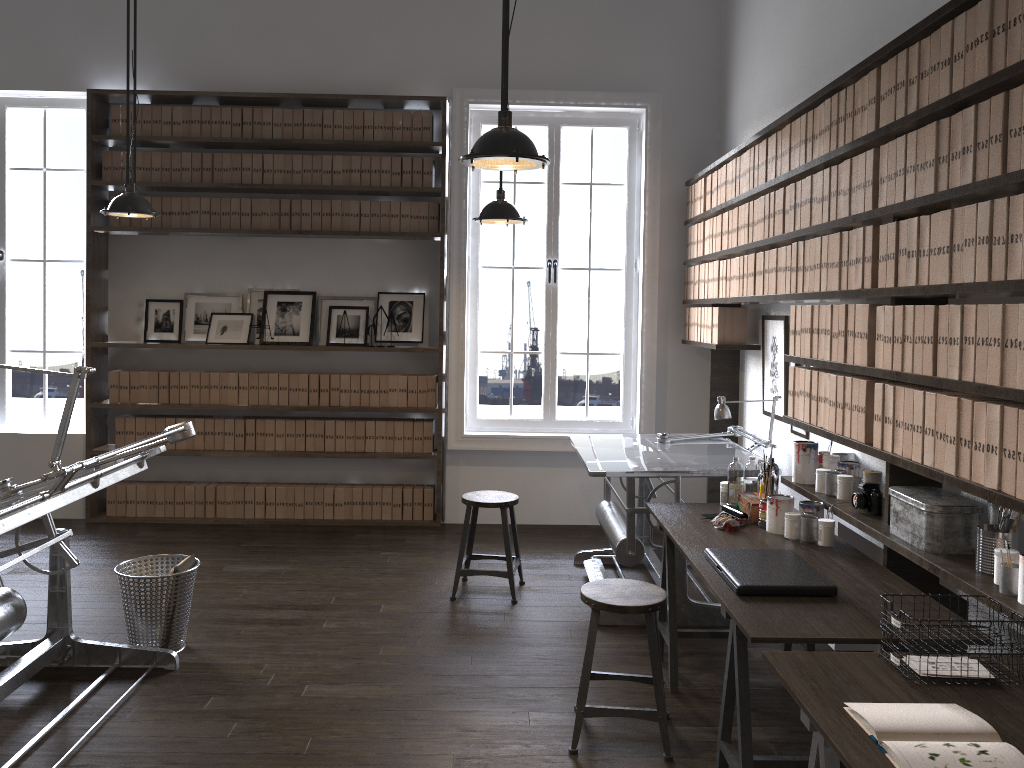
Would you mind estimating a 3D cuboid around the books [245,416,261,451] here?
[{"bbox_3d":[-1.851,0.352,6.336,0.067,0.225,0.175,1,3,-1],"label":"books"}]

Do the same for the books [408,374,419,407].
[{"bbox_3d":[-0.706,0.047,6.351,0.067,0.225,0.175,1,3,-1],"label":"books"}]

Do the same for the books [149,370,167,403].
[{"bbox_3d":[-2.526,0.019,6.319,0.067,0.225,0.175,1,3,-1],"label":"books"}]

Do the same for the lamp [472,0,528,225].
[{"bbox_3d":[-0.047,-2.030,4.925,0.312,2.249,0.311,0,2,-21],"label":"lamp"}]

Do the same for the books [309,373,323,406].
[{"bbox_3d":[-1.401,0.037,6.340,0.067,0.225,0.175,1,3,-1],"label":"books"}]

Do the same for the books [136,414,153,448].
[{"bbox_3d":[-2.618,0.340,6.323,0.067,0.225,0.175,1,3,-1],"label":"books"}]

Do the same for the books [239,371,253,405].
[{"bbox_3d":[-1.895,0.029,6.325,0.067,0.225,0.175,1,3,-1],"label":"books"}]

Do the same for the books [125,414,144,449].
[{"bbox_3d":[-2.691,0.339,6.319,0.067,0.225,0.175,1,3,-1],"label":"books"}]

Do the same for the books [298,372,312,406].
[{"bbox_3d":[-1.477,0.036,6.336,0.067,0.225,0.175,1,3,-1],"label":"books"}]

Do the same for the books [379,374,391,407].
[{"bbox_3d":[-0.905,0.044,6.347,0.067,0.225,0.175,1,3,-1],"label":"books"}]

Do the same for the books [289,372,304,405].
[{"bbox_3d":[-1.540,0.035,6.330,0.067,0.225,0.175,1,3,-1],"label":"books"}]

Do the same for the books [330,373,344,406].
[{"bbox_3d":[-1.252,0.039,6.343,0.067,0.225,0.175,1,3,-1],"label":"books"}]

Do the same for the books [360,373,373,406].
[{"bbox_3d":[-1.039,0.042,6.346,0.067,0.225,0.175,1,3,-1],"label":"books"}]

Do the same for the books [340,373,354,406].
[{"bbox_3d":[-1.181,0.040,6.339,0.067,0.225,0.175,1,3,-1],"label":"books"}]

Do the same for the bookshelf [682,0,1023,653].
[{"bbox_3d":[1.446,0.530,1.616,0.373,3.199,9.202,1,4,-1],"label":"bookshelf"}]

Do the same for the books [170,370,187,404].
[{"bbox_3d":[-2.377,0.021,6.322,0.067,0.225,0.175,1,3,-1],"label":"books"}]

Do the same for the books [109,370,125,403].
[{"bbox_3d":[-2.800,0.015,6.311,0.067,0.225,0.175,1,3,-1],"label":"books"}]

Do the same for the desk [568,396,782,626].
[{"bbox_3d":[0.886,0.592,4.831,1.071,1.096,1.272,1,3,-1],"label":"desk"}]

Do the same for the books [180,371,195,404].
[{"bbox_3d":[-2.306,0.023,6.318,0.067,0.225,0.175,1,3,-1],"label":"books"}]

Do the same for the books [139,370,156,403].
[{"bbox_3d":[-2.592,0.018,6.315,0.067,0.225,0.175,1,3,-1],"label":"books"}]

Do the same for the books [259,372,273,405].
[{"bbox_3d":[-1.755,0.031,6.334,0.067,0.225,0.175,1,3,-1],"label":"books"}]

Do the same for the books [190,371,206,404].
[{"bbox_3d":[-2.235,0.024,6.324,0.067,0.225,0.175,1,3,-1],"label":"books"}]

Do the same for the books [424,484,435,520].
[{"bbox_3d":[-0.594,0.852,6.376,0.067,0.225,0.175,1,3,-1],"label":"books"}]

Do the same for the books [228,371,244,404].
[{"bbox_3d":[-1.967,0.028,6.326,0.067,0.225,0.175,1,3,-1],"label":"books"}]

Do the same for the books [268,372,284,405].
[{"bbox_3d":[-1.685,0.032,6.331,0.067,0.225,0.175,1,3,-1],"label":"books"}]

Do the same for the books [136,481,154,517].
[{"bbox_3d":[-2.619,0.821,6.338,0.067,0.225,0.175,1,3,-1],"label":"books"}]

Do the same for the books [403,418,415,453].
[{"bbox_3d":[-0.738,0.369,6.361,0.067,0.225,0.175,1,3,-1],"label":"books"}]

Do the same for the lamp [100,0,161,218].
[{"bbox_3d":[-2.100,-2.062,4.891,0.312,2.249,0.311,0,2,-21],"label":"lamp"}]

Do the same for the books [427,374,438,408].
[{"bbox_3d":[-0.571,0.050,6.349,0.067,0.225,0.175,1,3,-1],"label":"books"}]

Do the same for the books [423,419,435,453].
[{"bbox_3d":[-0.596,0.371,6.360,0.067,0.225,0.175,1,3,-1],"label":"books"}]

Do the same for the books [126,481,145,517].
[{"bbox_3d":[-2.692,0.820,6.334,0.067,0.225,0.175,1,3,-1],"label":"books"}]

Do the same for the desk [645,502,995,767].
[{"bbox_3d":[0.942,0.944,3.204,0.655,0.668,1.673,1,4,-1],"label":"desk"}]

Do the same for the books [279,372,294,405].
[{"bbox_3d":[-1.613,0.034,6.329,0.067,0.225,0.175,1,3,-1],"label":"books"}]

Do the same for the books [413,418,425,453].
[{"bbox_3d":[-0.667,0.370,6.362,0.067,0.225,0.175,1,3,-1],"label":"books"}]

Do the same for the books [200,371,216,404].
[{"bbox_3d":[-2.164,0.025,6.325,0.067,0.225,0.175,1,3,-1],"label":"books"}]

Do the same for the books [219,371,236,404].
[{"bbox_3d":[-2.030,0.027,6.326,0.067,0.225,0.175,1,3,-1],"label":"books"}]

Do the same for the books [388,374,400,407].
[{"bbox_3d":[-0.842,0.046,6.347,0.067,0.225,0.175,1,3,-1],"label":"books"}]

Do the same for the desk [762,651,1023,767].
[{"bbox_3d":[0.974,1.088,1.441,0.655,0.668,1.673,1,4,-1],"label":"desk"}]

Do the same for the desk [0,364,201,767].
[{"bbox_3d":[-1.821,0.557,2.923,1.076,1.384,2.286,1,4,-1],"label":"desk"}]

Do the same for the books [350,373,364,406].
[{"bbox_3d":[-1.110,0.041,6.345,0.067,0.225,0.175,1,3,-1],"label":"books"}]

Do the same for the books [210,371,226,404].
[{"bbox_3d":[-2.097,0.026,6.321,0.067,0.225,0.175,1,3,-1],"label":"books"}]

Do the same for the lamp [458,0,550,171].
[{"bbox_3d":[-0.007,-1.871,2.979,0.312,2.249,0.311,0,2,-21],"label":"lamp"}]

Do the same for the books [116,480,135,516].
[{"bbox_3d":[-2.762,0.818,6.337,0.067,0.225,0.175,1,3,-1],"label":"books"}]

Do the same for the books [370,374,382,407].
[{"bbox_3d":[-0.972,0.044,6.341,0.067,0.225,0.175,1,3,-1],"label":"books"}]

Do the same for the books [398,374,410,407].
[{"bbox_3d":[-0.776,0.047,6.346,0.067,0.225,0.175,1,3,-1],"label":"books"}]

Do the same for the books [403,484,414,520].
[{"bbox_3d":[-0.743,0.850,6.370,0.067,0.225,0.175,1,3,-1],"label":"books"}]

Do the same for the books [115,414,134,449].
[{"bbox_3d":[-2.763,0.338,6.317,0.067,0.225,0.175,1,3,-1],"label":"books"}]

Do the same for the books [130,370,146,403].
[{"bbox_3d":[-2.655,0.018,6.310,0.067,0.225,0.175,1,3,-1],"label":"books"}]

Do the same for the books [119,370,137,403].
[{"bbox_3d":[-2.727,0.017,6.309,0.067,0.225,0.175,1,3,-1],"label":"books"}]

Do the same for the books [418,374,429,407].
[{"bbox_3d":[-0.636,0.048,6.355,0.067,0.225,0.175,1,3,-1],"label":"books"}]

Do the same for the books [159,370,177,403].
[{"bbox_3d":[-2.452,0.021,6.315,0.067,0.225,0.175,1,3,-1],"label":"books"}]

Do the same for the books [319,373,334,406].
[{"bbox_3d":[-1.327,0.038,6.336,0.067,0.225,0.175,1,3,-1],"label":"books"}]

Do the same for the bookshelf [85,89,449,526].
[{"bbox_3d":[-1.722,-0.169,6.368,2.473,3.717,0.413,1,2,-1],"label":"bookshelf"}]

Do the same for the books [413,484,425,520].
[{"bbox_3d":[-0.669,0.851,6.377,0.067,0.225,0.175,1,3,-1],"label":"books"}]

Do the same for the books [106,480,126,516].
[{"bbox_3d":[-2.832,0.817,6.338,0.067,0.225,0.175,1,3,-1],"label":"books"}]

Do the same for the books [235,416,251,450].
[{"bbox_3d":[-1.926,0.350,6.340,0.067,0.225,0.175,1,3,-1],"label":"books"}]

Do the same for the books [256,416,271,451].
[{"bbox_3d":[-1.777,0.352,6.342,0.067,0.225,0.175,1,3,-1],"label":"books"}]

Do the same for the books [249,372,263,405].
[{"bbox_3d":[-1.825,0.030,6.331,0.067,0.225,0.175,1,3,-1],"label":"books"}]
